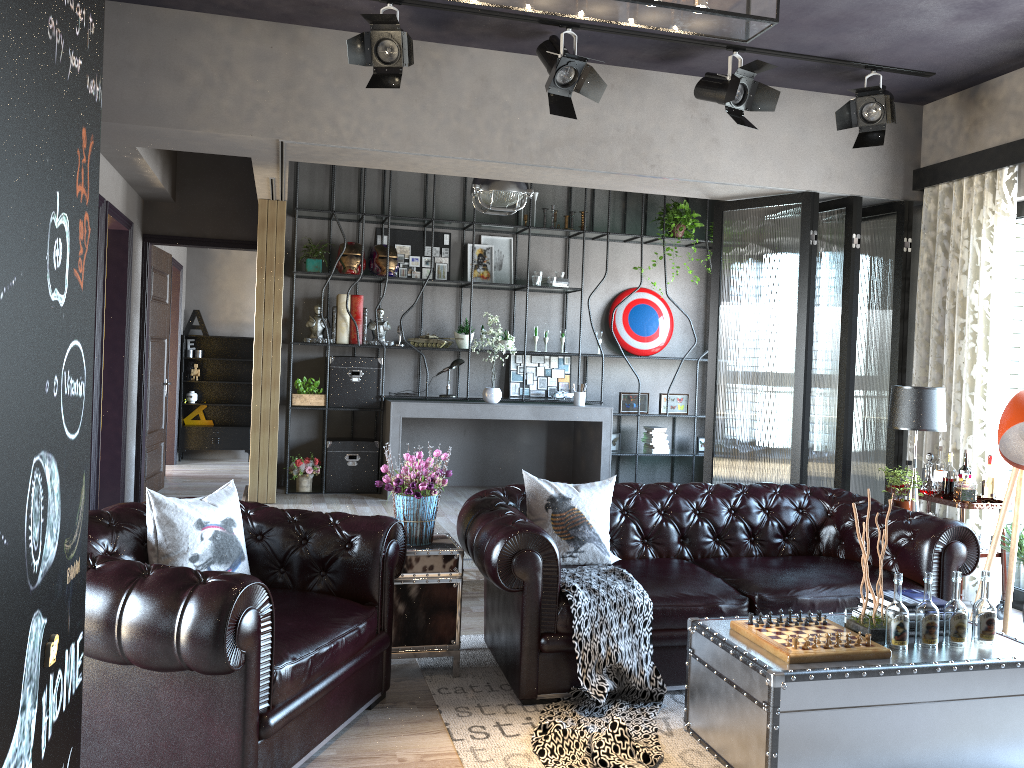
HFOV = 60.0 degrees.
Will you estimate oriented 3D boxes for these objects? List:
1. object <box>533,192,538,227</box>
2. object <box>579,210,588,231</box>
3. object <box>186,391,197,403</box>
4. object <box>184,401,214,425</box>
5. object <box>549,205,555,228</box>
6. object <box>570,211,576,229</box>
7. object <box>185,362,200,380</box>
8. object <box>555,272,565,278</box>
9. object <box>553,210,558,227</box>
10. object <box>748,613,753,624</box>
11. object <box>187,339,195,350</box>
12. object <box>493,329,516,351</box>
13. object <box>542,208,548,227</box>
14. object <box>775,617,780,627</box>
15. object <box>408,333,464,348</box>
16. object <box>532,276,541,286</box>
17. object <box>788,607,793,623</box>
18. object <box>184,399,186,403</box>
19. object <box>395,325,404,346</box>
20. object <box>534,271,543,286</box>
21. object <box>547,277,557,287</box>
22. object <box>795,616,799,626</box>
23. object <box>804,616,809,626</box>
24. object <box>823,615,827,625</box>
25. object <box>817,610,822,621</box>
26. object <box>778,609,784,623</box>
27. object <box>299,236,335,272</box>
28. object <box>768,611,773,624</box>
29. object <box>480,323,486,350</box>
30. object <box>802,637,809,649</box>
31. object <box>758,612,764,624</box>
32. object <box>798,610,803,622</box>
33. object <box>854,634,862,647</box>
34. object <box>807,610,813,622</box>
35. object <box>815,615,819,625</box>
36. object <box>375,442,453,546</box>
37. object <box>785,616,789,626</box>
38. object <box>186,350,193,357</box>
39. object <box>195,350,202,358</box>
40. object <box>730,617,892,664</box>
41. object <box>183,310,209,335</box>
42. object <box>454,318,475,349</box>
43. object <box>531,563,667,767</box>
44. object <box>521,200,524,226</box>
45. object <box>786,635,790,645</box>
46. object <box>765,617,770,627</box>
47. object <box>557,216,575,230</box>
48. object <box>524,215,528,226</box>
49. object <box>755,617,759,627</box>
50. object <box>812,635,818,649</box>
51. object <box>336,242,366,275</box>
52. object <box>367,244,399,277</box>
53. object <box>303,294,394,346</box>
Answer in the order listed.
[{"bbox_3d":[0.231,-1.739,8.969,0.128,0.390,0.128,3,1,35],"label":"object"},{"bbox_3d":[0.715,-1.640,8.936,0.130,0.232,0.130,2,1,-37],"label":"object"},{"bbox_3d":[-4.282,0.177,11.853,0.139,0.162,0.139,3,1,40],"label":"object"},{"bbox_3d":[-4.241,0.395,12.021,0.393,0.321,0.057,2,1,-15],"label":"object"},{"bbox_3d":[0.405,-1.655,8.830,0.100,0.243,0.100,2,1,-6],"label":"object"},{"bbox_3d":[0.611,-1.646,9.010,0.084,0.233,0.084,2,1,-34],"label":"object"},{"bbox_3d":[-4.273,-0.176,11.866,0.190,0.254,0.129,2,1,-16],"label":"object"},{"bbox_3d":[0.488,-1.104,9.022,0.103,0.068,0.103,2,1,-22],"label":"object"},{"bbox_3d":[0.438,-1.650,9.014,0.080,0.226,0.080,2,1,-42],"label":"object"},{"bbox_3d":[0.946,0.929,3.515,0.019,0.040,0.019,1,1,-41],"label":"object"},{"bbox_3d":[-4.333,-0.533,11.979,0.107,0.151,0.055,2,1,-15],"label":"object"},{"bbox_3d":[-0.075,-0.437,8.775,0.235,0.212,0.235,3,1,30],"label":"object"},{"bbox_3d":[0.330,-1.654,8.886,0.084,0.233,0.084,2,1,12],"label":"object"},{"bbox_3d":[1.047,0.935,3.494,0.017,0.037,0.017,2,1,-8],"label":"object"},{"bbox_3d":[-0.736,-0.438,8.644,0.577,0.170,0.206,3,1,20],"label":"object"},{"bbox_3d":[0.238,-1.012,8.730,0.092,0.099,0.092,3,1,23],"label":"object"},{"bbox_3d":[1.116,0.926,3.559,0.025,0.058,0.025,2,1,-21],"label":"object"},{"bbox_3d":[-4.337,0.225,11.756,0.042,0.054,0.031,3,1,31],"label":"object"},{"bbox_3d":[-1.068,-0.460,8.440,0.093,0.200,0.093,2,1,-20],"label":"object"},{"bbox_3d":[0.259,-1.042,8.842,0.087,0.155,0.087,2,1,-2],"label":"object"},{"bbox_3d":[0.395,-1.007,8.771,0.093,0.099,0.092,3,1,33],"label":"object"},{"bbox_3d":[1.131,0.938,3.517,0.017,0.037,0.017,2,1,-8],"label":"object"},{"bbox_3d":[1.172,0.939,3.525,0.017,0.037,0.017,2,1,-8],"label":"object"},{"bbox_3d":[1.253,0.942,3.548,0.017,0.037,0.017,2,1,5],"label":"object"},{"bbox_3d":[1.246,0.939,3.594,0.019,0.040,0.019,1,1,-41],"label":"object"},{"bbox_3d":[1.075,0.926,3.548,0.025,0.055,0.025,3,1,30],"label":"object"},{"bbox_3d":[-1.861,-1.196,8.318,0.295,0.339,0.324,3,1,32],"label":"object"},{"bbox_3d":[1.031,0.928,3.536,0.022,0.047,0.022,3,1,30],"label":"object"},{"bbox_3d":[-0.295,-0.479,8.892,0.113,0.273,0.113,3,1,42],"label":"object"},{"bbox_3d":[1.070,0.940,3.229,0.026,0.044,0.026,3,1,30],"label":"object"},{"bbox_3d":[0.990,0.929,3.523,0.026,0.044,0.026,3,1,30],"label":"object"},{"bbox_3d":[1.161,0.933,3.570,0.022,0.047,0.022,3,1,30],"label":"object"},{"bbox_3d":[1.281,0.947,3.283,0.026,0.044,0.026,3,1,30],"label":"object"},{"bbox_3d":[1.203,0.936,3.580,0.026,0.044,0.026,3,1,30],"label":"object"},{"bbox_3d":[1.216,0.941,3.536,0.017,0.037,0.017,2,1,-8],"label":"object"},{"bbox_3d":[-0.466,0.525,4.293,0.349,0.484,0.352,2,1,16],"label":"object"},{"bbox_3d":[1.088,0.937,3.505,0.017,0.037,0.017,2,1,-8],"label":"object"},{"bbox_3d":[-4.340,-0.410,11.936,0.095,0.101,0.095,2,1,8],"label":"object"},{"bbox_3d":[-4.229,-0.406,11.965,0.095,0.101,0.095,2,1,8],"label":"object"},{"bbox_3d":[1.134,0.978,3.404,0.429,0.036,0.429,2,2,-15],"label":"object"},{"bbox_3d":[-4.268,-0.830,11.988,0.343,0.344,0.057,2,1,-15],"label":"object"},{"bbox_3d":[-0.460,-0.495,8.653,0.193,0.305,0.136,3,1,19],"label":"object"},{"bbox_3d":[0.386,1.167,3.676,0.562,0.569,1.699,2,1,5],"label":"object"},{"bbox_3d":[0.104,-1.745,9.009,0.128,0.390,0.128,3,1,44],"label":"object"},{"bbox_3d":[1.016,0.941,3.261,0.017,0.037,0.017,2,1,-21],"label":"object"},{"bbox_3d":[1.005,0.934,3.483,0.017,0.037,0.017,2,1,-8],"label":"object"},{"bbox_3d":[0.545,-1.605,8.877,0.189,0.152,0.189,2,1,8],"label":"object"},{"bbox_3d":[0.135,-1.606,8.759,0.135,0.129,0.135,1,1,-42],"label":"object"},{"bbox_3d":[0.960,0.933,3.472,0.017,0.037,0.017,2,1,-34],"label":"object"},{"bbox_3d":[1.107,0.940,3.239,0.022,0.047,0.022,2,1,17],"label":"object"},{"bbox_3d":[-1.525,-1.184,8.390,0.280,0.327,0.399,2,1,-10],"label":"object"},{"bbox_3d":[-1.216,-1.174,8.470,0.280,0.327,0.399,2,1,-25],"label":"object"},{"bbox_3d":[-1.547,-0.609,8.425,0.833,0.466,0.290,2,1,-15],"label":"object"}]
